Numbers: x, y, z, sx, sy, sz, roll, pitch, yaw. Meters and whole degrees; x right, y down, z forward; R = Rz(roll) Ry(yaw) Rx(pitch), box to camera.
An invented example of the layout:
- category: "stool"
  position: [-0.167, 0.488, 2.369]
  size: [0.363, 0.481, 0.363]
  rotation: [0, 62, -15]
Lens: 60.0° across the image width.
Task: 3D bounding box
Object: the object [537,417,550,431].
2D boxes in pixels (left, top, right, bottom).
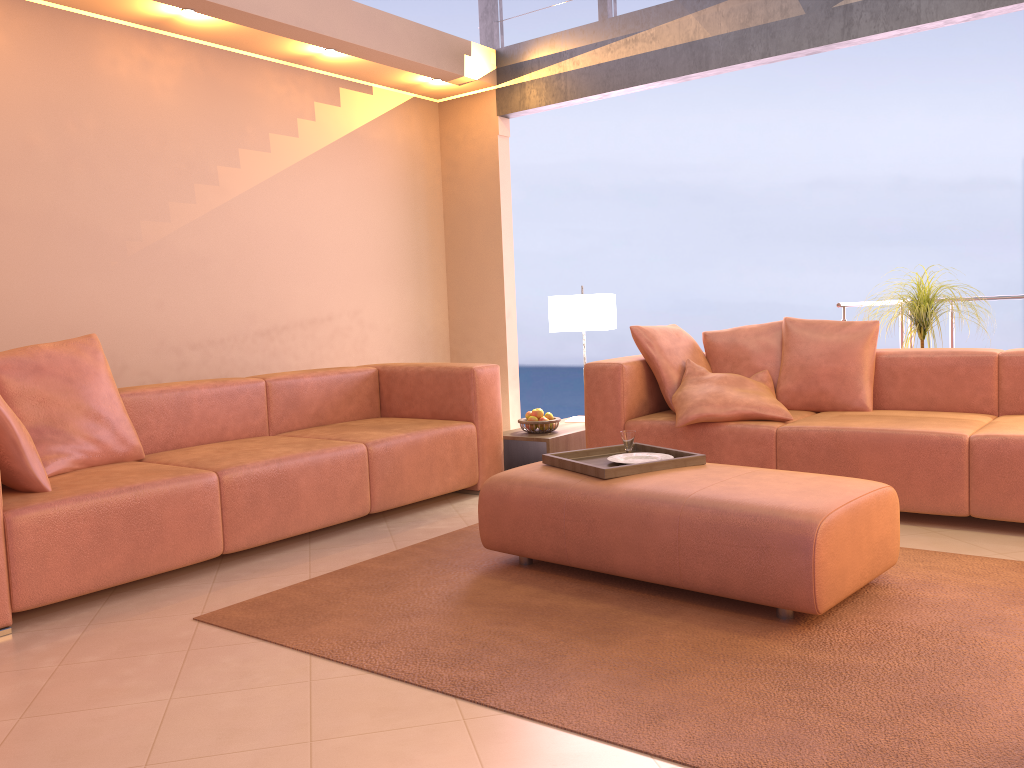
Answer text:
- category: "object"
  position: [0.171, 0.217, 4.802]
  size: [0.072, 0.076, 0.074]
  rotation: [-6, 6, -43]

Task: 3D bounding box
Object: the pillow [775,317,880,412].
- category: "pillow"
  position: [1.522, -0.097, 4.300]
  size: [0.470, 0.468, 0.211]
  rotation: [0, 5, 32]

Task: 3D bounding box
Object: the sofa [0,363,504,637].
- category: "sofa"
  position: [-1.225, 0.327, 3.880]
  size: [0.943, 0.672, 2.781]
  rotation: [1, 5, 37]

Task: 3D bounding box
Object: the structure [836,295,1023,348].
- category: "structure"
  position: [3.959, -0.234, 4.439]
  size: [4.176, 0.541, 1.663]
  rotation: [1, 5, 37]

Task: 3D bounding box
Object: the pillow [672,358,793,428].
- category: "pillow"
  position: [1.018, 0.029, 4.211]
  size: [0.517, 0.292, 0.514]
  rotation: [-2, 4, 6]

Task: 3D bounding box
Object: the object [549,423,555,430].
- category: "object"
  position: [0.214, 0.227, 4.844]
  size: [0.046, 0.046, 0.055]
  rotation: [-1, 5, 15]

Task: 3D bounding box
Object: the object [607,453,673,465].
- category: "object"
  position: [0.467, 0.278, 3.231]
  size: [0.240, 0.018, 0.240]
  rotation: [-2, 4, 1]

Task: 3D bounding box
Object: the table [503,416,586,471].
- category: "table"
  position: [0.310, 0.373, 5.075]
  size: [0.412, 0.268, 0.918]
  rotation: [1, 5, 37]

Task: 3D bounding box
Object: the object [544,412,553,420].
- category: "object"
  position: [0.201, 0.181, 4.835]
  size: [0.051, 0.053, 0.045]
  rotation: [-5, 5, -29]

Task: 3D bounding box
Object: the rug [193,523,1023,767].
- category: "rug"
  position: [0.598, 0.673, 2.718]
  size: [2.626, 0.005, 1.833]
  rotation: [1, 5, 37]

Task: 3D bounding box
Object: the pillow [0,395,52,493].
- category: "pillow"
  position: [-1.829, 0.152, 3.003]
  size: [0.554, 0.486, 0.335]
  rotation: [0, 5, 34]

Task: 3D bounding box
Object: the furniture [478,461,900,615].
- category: "furniture"
  position: [0.566, 0.449, 3.057]
  size: [1.291, 0.301, 0.685]
  rotation: [2, 6, 42]

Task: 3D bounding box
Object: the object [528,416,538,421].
- category: "object"
  position: [0.113, 0.196, 4.794]
  size: [0.055, 0.047, 0.045]
  rotation: [-1, 5, 14]

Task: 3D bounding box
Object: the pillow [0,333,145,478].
- category: "pillow"
  position: [-1.750, 0.076, 3.419]
  size: [0.302, 0.528, 0.582]
  rotation: [-1, 5, 21]

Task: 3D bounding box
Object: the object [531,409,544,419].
- category: "object"
  position: [0.138, 0.166, 4.831]
  size: [0.069, 0.061, 0.068]
  rotation: [-3, 4, -1]

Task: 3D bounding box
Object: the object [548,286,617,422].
- category: "object"
  position: [0.433, -0.185, 5.289]
  size: [0.344, 0.799, 0.344]
  rotation: [-1, 5, 16]

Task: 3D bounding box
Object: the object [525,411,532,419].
- category: "object"
  position: [0.098, 0.172, 4.866]
  size: [0.047, 0.046, 0.054]
  rotation: [-1, 5, 24]

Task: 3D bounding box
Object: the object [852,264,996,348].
- category: "object"
  position: [2.250, -0.106, 4.872]
  size: [0.703, 1.088, 0.729]
  rotation: [-2, 4, 6]

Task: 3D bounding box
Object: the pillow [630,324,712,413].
- category: "pillow"
  position: [0.862, -0.085, 4.571]
  size: [0.314, 0.455, 0.519]
  rotation: [0, 5, 34]

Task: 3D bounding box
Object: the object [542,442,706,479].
- category: "object"
  position: [0.403, 0.276, 3.250]
  size: [0.436, 0.034, 0.421]
  rotation: [-5, 5, -28]

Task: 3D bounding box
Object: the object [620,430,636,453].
- category: "object"
  position: [0.449, 0.228, 3.422]
  size: [0.061, 0.091, 0.061]
  rotation: [-1, 5, 22]

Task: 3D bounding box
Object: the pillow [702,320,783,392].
- category: "pillow"
  position: [1.212, -0.104, 4.540]
  size: [0.492, 0.446, 0.255]
  rotation: [-1, 5, 21]

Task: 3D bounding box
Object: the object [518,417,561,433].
- category: "object"
  position: [0.150, 0.227, 4.854]
  size: [0.235, 0.071, 0.235]
  rotation: [0, 5, 29]

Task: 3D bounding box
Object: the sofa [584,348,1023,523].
- category: "sofa"
  position: [1.723, 0.193, 3.988]
  size: [2.781, 0.672, 0.943]
  rotation: [1, 5, 37]
